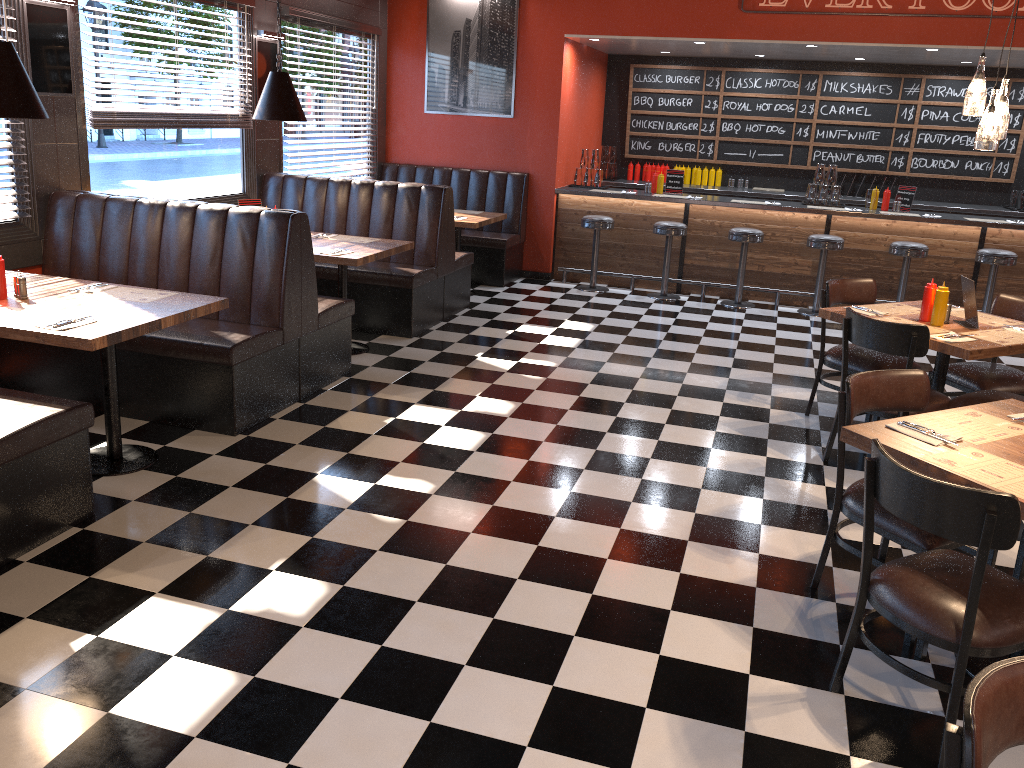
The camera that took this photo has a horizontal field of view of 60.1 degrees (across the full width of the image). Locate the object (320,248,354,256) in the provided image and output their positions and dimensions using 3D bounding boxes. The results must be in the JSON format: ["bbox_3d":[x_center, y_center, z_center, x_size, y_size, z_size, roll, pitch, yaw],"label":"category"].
[{"bbox_3d":[-1.193,-0.915,6.099,0.158,0.019,0.257,10,18,21],"label":"object"}]

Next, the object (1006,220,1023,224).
[{"bbox_3d":[4.833,-1.554,8.483,0.158,0.019,0.257,8,18,16],"label":"object"}]

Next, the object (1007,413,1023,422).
[{"bbox_3d":[1.941,0.127,3.256,0.255,0.019,0.159,-5,19,-25],"label":"object"}]

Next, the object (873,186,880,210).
[{"bbox_3d":[3.705,-1.901,9.044,0.068,0.235,0.068,11,17,28],"label":"object"}]

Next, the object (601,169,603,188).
[{"bbox_3d":[0.968,-2.303,9.917,0.105,0.206,0.106,3,15,1],"label":"object"}]

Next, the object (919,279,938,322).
[{"bbox_3d":[2.294,-0.463,4.871,0.068,0.235,0.068,-6,17,-30],"label":"object"}]

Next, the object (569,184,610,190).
[{"bbox_3d":[0.857,-2.211,9.922,0.437,0.018,0.275,8,18,16],"label":"object"}]

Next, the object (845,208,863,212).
[{"bbox_3d":[3.421,-1.750,8.873,0.157,0.019,0.258,7,17,11],"label":"object"}]

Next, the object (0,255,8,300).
[{"bbox_3d":[-2.456,-0.522,4.228,0.068,0.235,0.068,15,19,38],"label":"object"}]

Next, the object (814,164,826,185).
[{"bbox_3d":[3.180,-2.161,9.137,0.105,0.206,0.106,-5,17,-28],"label":"object"}]

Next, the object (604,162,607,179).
[{"bbox_3d":[1.170,-2.741,11.377,0.105,0.206,0.106,3,15,1],"label":"object"}]

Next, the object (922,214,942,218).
[{"bbox_3d":[4.104,-1.646,8.653,0.158,0.019,0.257,13,20,30],"label":"object"}]

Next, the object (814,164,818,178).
[{"bbox_3d":[3.203,-2.186,9.222,0.105,0.206,0.106,-5,17,-28],"label":"object"}]

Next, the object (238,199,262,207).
[{"bbox_3d":[-1.967,-1.264,6.699,0.189,0.254,0.073,-11,21,-42],"label":"object"}]

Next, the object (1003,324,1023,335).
[{"bbox_3d":[2.746,-0.288,4.750,0.158,0.019,0.257,-8,20,-33],"label":"object"}]

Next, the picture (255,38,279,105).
[{"bbox_3d":[-2.092,-2.663,7.579,0.012,0.531,0.354,7,16,15],"label":"picture"}]

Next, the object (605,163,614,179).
[{"bbox_3d":[1.242,-2.696,11.244,0.105,0.206,0.106,3,15,1],"label":"object"}]

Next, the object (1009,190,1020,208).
[{"bbox_3d":[5.767,-2.124,10.181,0.105,0.206,0.106,-5,17,-28],"label":"object"}]

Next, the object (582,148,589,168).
[{"bbox_3d":[0.810,-2.524,9.904,0.105,0.206,0.106,3,15,1],"label":"object"}]

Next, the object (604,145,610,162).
[{"bbox_3d":[1.207,-2.954,11.375,0.105,0.206,0.106,3,15,1],"label":"object"}]

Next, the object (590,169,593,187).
[{"bbox_3d":[0.854,-2.319,9.949,0.105,0.206,0.106,3,15,1],"label":"object"}]

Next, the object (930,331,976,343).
[{"bbox_3d":[2.253,-0.243,4.517,0.255,0.019,0.159,-6,19,-27],"label":"object"}]

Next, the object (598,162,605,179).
[{"bbox_3d":[1.127,-2.709,11.266,0.105,0.206,0.106,3,15,1],"label":"object"}]

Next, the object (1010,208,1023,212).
[{"bbox_3d":[5.789,-1.922,9.849,0.437,0.018,0.275,8,18,16],"label":"object"}]

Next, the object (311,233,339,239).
[{"bbox_3d":[-1.446,-1.135,6.774,0.157,0.019,0.258,7,17,12],"label":"object"}]

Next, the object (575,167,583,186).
[{"bbox_3d":[0.748,-2.338,9.991,0.105,0.206,0.106,3,15,1],"label":"object"}]

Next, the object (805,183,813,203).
[{"bbox_3d":[3.140,-2.000,9.310,0.105,0.206,0.106,-5,17,-28],"label":"object"}]

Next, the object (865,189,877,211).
[{"bbox_3d":[3.609,-1.853,8.920,0.105,0.206,0.106,-5,17,-28],"label":"object"}]

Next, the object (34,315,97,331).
[{"bbox_3d":[-1.938,-0.275,3.884,0.158,0.019,0.257,8,18,16],"label":"object"}]

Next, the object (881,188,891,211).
[{"bbox_3d":[3.797,-1.878,8.985,0.068,0.235,0.068,11,17,28],"label":"object"}]

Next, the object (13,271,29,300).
[{"bbox_3d":[-2.379,-0.482,4.285,0.094,0.134,0.047,16,20,40],"label":"object"}]

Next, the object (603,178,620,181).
[{"bbox_3d":[1.217,-2.636,11.371,0.273,0.018,0.441,8,18,15],"label":"object"}]

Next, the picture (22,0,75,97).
[{"bbox_3d":[-2.795,-2.018,5.355,0.012,0.531,0.354,7,16,15],"label":"picture"}]

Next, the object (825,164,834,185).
[{"bbox_3d":[3.316,-2.173,9.199,0.105,0.206,0.106,-5,17,-28],"label":"object"}]

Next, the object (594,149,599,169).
[{"bbox_3d":[0.924,-2.511,9.881,0.105,0.206,0.106,3,15,1],"label":"object"}]

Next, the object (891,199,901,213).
[{"bbox_3d":[3.871,-1.796,8.905,0.047,0.134,0.094,-3,17,-23],"label":"object"}]

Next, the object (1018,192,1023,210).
[{"bbox_3d":[5.653,-2.009,9.788,0.105,0.206,0.106,-5,17,-28],"label":"object"}]

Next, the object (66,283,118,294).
[{"bbox_3d":[-2.172,-0.494,4.557,0.157,0.019,0.257,8,18,14],"label":"object"}]

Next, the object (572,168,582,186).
[{"bbox_3d":[0.728,-2.307,9.885,0.105,0.206,0.106,3,15,1],"label":"object"}]

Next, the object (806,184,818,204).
[{"bbox_3d":[3.120,-1.968,9.204,0.105,0.206,0.106,-5,17,-28],"label":"object"}]

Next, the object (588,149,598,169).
[{"bbox_3d":[0.897,-2.480,9.775,0.105,0.206,0.106,3,15,1],"label":"object"}]

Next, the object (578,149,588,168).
[{"bbox_3d":[0.788,-2.499,9.818,0.105,0.206,0.106,3,15,1],"label":"object"}]

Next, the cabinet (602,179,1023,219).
[{"bbox_3d":[3.542,-1.802,10.778,5.292,0.988,0.682,8,16,16],"label":"cabinet"}]

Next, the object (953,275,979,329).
[{"bbox_3d":[2.491,-0.447,4.822,0.072,0.254,0.190,5,16,6],"label":"object"}]

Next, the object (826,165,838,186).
[{"bbox_3d":[3.289,-2.142,9.094,0.105,0.206,0.106,-5,17,-28],"label":"object"}]

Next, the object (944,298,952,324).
[{"bbox_3d":[2.388,-0.407,4.881,0.047,0.134,0.095,5,16,6],"label":"object"}]

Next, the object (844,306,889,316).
[{"bbox_3d":[2.034,-0.416,5.043,0.157,0.019,0.258,-5,19,-24],"label":"object"}]

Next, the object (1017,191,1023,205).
[{"bbox_3d":[5.797,-2.086,10.066,0.105,0.206,0.106,-5,17,-28],"label":"object"}]

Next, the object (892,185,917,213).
[{"bbox_3d":[3.963,-1.868,8.948,0.072,0.254,0.190,-9,19,-37],"label":"object"}]

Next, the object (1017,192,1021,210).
[{"bbox_3d":[5.696,-2.037,9.886,0.105,0.206,0.106,-5,17,-28],"label":"object"}]

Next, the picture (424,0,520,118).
[{"bbox_3d":[-0.440,-3.534,9.447,1.025,1.287,0.016,8,15,16],"label":"picture"}]

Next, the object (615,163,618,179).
[{"bbox_3d":[1.322,-2.757,11.458,0.105,0.206,0.106,3,15,1],"label":"object"}]

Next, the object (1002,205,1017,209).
[{"bbox_3d":[5.871,-2.005,10.133,0.437,0.018,0.275,8,18,16],"label":"object"}]

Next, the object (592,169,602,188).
[{"bbox_3d":[0.944,-2.270,9.805,0.105,0.206,0.106,3,15,1],"label":"object"}]

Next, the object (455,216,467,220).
[{"bbox_3d":[-0.513,-1.571,8.359,0.157,0.019,0.257,8,18,14],"label":"object"}]

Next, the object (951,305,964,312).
[{"bbox_3d":[2.564,-0.454,5.259,0.255,0.019,0.159,-5,19,-25],"label":"object"}]

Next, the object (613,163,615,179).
[{"bbox_3d":[1.276,-2.728,11.354,0.105,0.206,0.106,3,15,1],"label":"object"}]

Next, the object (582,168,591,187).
[{"bbox_3d":[0.829,-2.289,9.845,0.105,0.206,0.106,3,15,1],"label":"object"}]

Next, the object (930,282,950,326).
[{"bbox_3d":[2.313,-0.435,4.782,0.068,0.235,0.068,12,17,30],"label":"object"}]
